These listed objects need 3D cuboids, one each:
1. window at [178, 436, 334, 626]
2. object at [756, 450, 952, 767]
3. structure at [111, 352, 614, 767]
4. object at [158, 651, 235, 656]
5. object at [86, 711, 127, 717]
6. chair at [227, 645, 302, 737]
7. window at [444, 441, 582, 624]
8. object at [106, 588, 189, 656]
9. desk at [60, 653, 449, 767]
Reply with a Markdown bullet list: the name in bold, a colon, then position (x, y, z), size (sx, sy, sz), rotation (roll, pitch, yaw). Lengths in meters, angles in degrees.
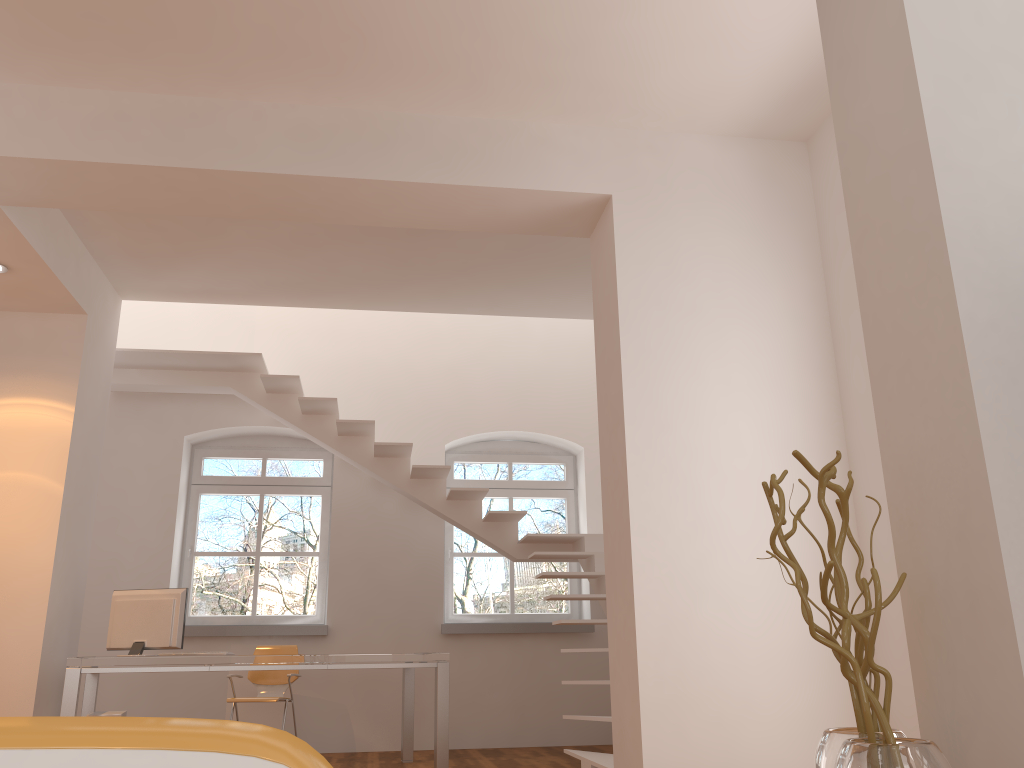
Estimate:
- **window**: position (-2.280, 1.309, 7.995), size (1.308, 1.737, 0.142), rotation (2, -18, -8)
- **object**: position (0.692, 0.690, 1.802), size (0.284, 1.112, 0.655), rotation (-5, -18, 12)
- **structure**: position (-0.969, 1.055, 6.081), size (4.630, 3.042, 3.450), rotation (2, -18, -8)
- **object**: position (-2.124, 1.823, 5.978), size (0.467, 0.031, 0.200), rotation (-1, -17, 1)
- **object**: position (-2.598, 2.316, 5.642), size (0.200, 0.422, 0.474), rotation (5, -18, -18)
- **chair**: position (-1.866, 2.392, 6.661), size (0.495, 0.829, 0.464), rotation (-3, -17, 6)
- **window**: position (-0.012, 1.378, 8.328), size (1.308, 1.737, 0.142), rotation (2, -18, -8)
- **object**: position (-2.346, 1.505, 5.598), size (0.516, 0.418, 0.245), rotation (-7, -19, 20)
- **desk**: position (-1.633, 2.158, 5.764), size (2.239, 0.750, 1.092), rotation (5, -18, -18)
